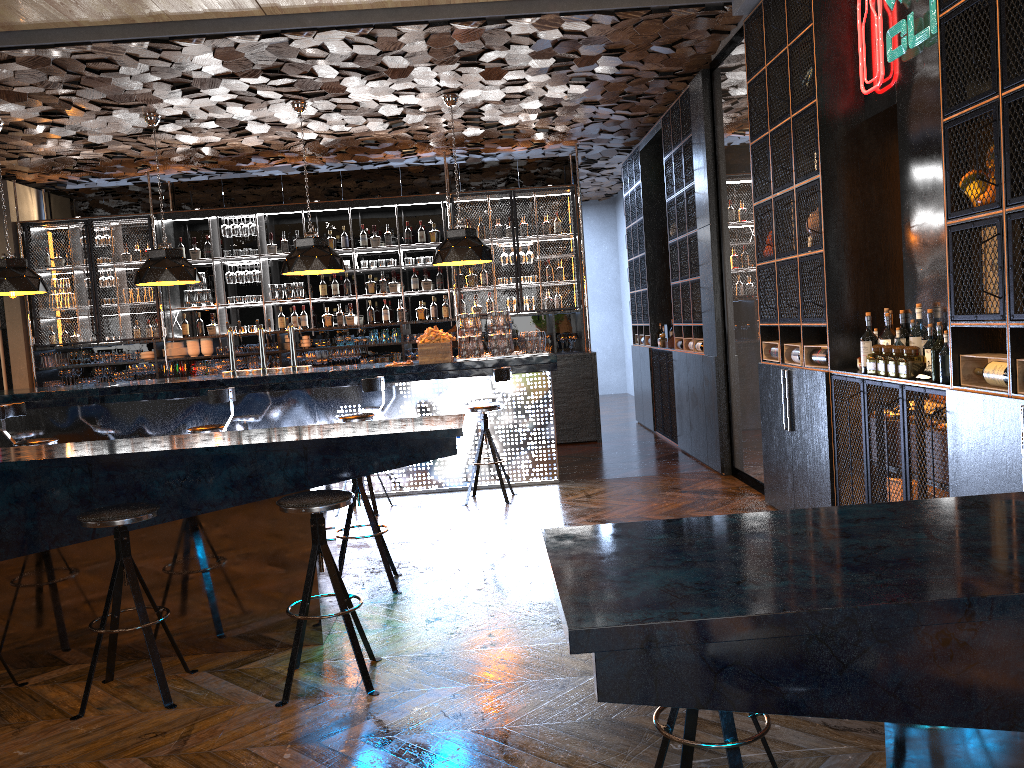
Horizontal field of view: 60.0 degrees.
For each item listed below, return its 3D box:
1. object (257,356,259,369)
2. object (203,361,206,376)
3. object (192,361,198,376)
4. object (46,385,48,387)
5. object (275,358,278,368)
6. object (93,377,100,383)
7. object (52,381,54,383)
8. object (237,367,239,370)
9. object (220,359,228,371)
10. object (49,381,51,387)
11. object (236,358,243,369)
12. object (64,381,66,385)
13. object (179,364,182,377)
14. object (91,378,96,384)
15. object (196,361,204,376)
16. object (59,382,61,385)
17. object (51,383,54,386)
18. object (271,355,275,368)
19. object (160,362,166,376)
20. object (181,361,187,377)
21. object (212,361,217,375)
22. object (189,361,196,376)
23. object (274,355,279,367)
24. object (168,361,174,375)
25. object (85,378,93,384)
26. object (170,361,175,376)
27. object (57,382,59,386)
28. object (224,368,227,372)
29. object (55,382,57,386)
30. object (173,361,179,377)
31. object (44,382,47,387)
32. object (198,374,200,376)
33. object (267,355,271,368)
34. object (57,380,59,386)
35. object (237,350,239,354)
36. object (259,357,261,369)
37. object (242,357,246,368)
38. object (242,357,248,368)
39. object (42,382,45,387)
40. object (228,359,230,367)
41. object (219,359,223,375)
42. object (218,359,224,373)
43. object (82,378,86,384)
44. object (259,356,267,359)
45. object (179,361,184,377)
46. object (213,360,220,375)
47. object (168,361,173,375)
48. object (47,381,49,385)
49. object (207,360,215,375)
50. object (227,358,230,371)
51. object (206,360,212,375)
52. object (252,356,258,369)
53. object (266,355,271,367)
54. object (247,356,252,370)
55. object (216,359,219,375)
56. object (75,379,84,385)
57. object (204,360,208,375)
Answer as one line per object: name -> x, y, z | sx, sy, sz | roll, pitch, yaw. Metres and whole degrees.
object -> -3.120, -0.231, 10.849 | 0.071, 0.226, 0.071 | -6, 5, -30
object -> -3.778, -0.178, 10.852 | 0.082, 0.213, 0.082 | -6, 4, -25
object -> -3.870, -0.172, 10.853 | 0.082, 0.213, 0.082 | -5, 4, -9
object -> -5.667, 0.019, 10.797 | 0.028, 0.097, 0.028 | -2, 4, 23
object -> -2.891, -0.250, 10.944 | 0.071, 0.217, 0.071 | -4, 4, 7
object -> -5.123, -0.032, 10.926 | 0.093, 0.101, 0.093 | -3, 4, 13
object -> -5.585, 0.013, 10.801 | 0.031, 0.098, 0.031 | -7, 5, -40
object -> -3.406, -0.219, 11.033 | 0.084, 0.216, 0.084 | -4, 4, -3
object -> -3.491, -0.195, 10.768 | 0.084, 0.216, 0.084 | -5, 4, -13
object -> -5.585, 0.019, 10.723 | 0.031, 0.098, 0.031 | -1, 5, 37
object -> -3.307, -0.208, 10.772 | 0.084, 0.216, 0.084 | -1, 5, 41
object -> -5.545, 0.006, 10.996 | 0.034, 0.080, 0.034 | -3, 4, 8
object -> -4.086, -0.169, 10.919 | 0.073, 0.229, 0.073 | -5, 4, -13
object -> -5.125, -0.025, 10.826 | 0.093, 0.101, 0.093 | -3, 4, 19
object -> -3.781, -0.172, 10.765 | 0.082, 0.213, 0.082 | -2, 4, 28
object -> -5.539, 0.015, 10.865 | 0.034, 0.080, 0.034 | -5, 4, -19
object -> -5.535, 0.027, 10.684 | 0.034, 0.080, 0.034 | -3, 4, 12
object -> -2.918, -0.242, 10.860 | 0.071, 0.217, 0.071 | -4, 4, 7
object -> -4.218, -0.149, 10.761 | 0.073, 0.229, 0.073 | -5, 4, -13
object -> -3.975, -0.168, 10.784 | 0.073, 0.229, 0.073 | -5, 4, -13
object -> -3.681, -0.191, 10.945 | 0.082, 0.213, 0.082 | -2, 5, 30
object -> -3.870, -0.165, 10.763 | 0.082, 0.213, 0.082 | -2, 4, 28
object -> -2.854, -0.244, 10.823 | 0.071, 0.217, 0.071 | -4, 4, 7
object -> -4.159, -0.158, 10.834 | 0.073, 0.229, 0.073 | -5, 4, -13
object -> -5.115, -0.019, 10.720 | 0.093, 0.101, 0.093 | -7, 5, -39
object -> -4.208, -0.167, 11.016 | 0.073, 0.229, 0.073 | -5, 4, -13
object -> -5.542, 0.018, 10.817 | 0.034, 0.080, 0.034 | -4, 4, 7
object -> -3.583, -0.205, 11.036 | 0.082, 0.213, 0.082 | -5, 4, -11
object -> -5.540, 0.021, 10.777 | 0.034, 0.080, 0.034 | -7, 5, -34
object -> -4.073, -0.161, 10.785 | 0.073, 0.229, 0.073 | -5, 4, -13
object -> -5.625, 0.023, 10.704 | 0.033, 0.101, 0.033 | -2, 4, 23
object -> -3.870, -0.178, 10.940 | 0.082, 0.213, 0.082 | -8, 5, -42
object -> -3.007, -0.239, 10.911 | 0.092, 0.218, 0.092 | -7, 5, -41
object -> -5.588, 0.006, 10.911 | 0.031, 0.098, 0.031 | -2, 5, 30
object -> -3.379, -0.397, 10.893 | 0.049, 0.048, 0.044 | -5, 4, -14
object -> -3.105, -0.234, 10.933 | 0.092, 0.218, 0.092 | -7, 5, -41
object -> -3.313, -0.217, 10.909 | 0.084, 0.216, 0.084 | -1, 5, 41
object -> -3.315, -0.226, 11.042 | 0.084, 0.216, 0.084 | -3, 4, 21
object -> -5.666, 0.024, 10.731 | 0.028, 0.097, 0.028 | -5, 4, -12
object -> -3.397, -0.201, 10.769 | 0.084, 0.216, 0.084 | -3, 4, 14
object -> -3.581, -0.193, 10.859 | 0.082, 0.213, 0.082 | -6, 4, -20
object -> -3.583, -0.199, 10.948 | 0.082, 0.213, 0.082 | -5, 4, -14
object -> -5.227, -0.018, 10.821 | 0.093, 0.101, 0.093 | -7, 5, -41
object -> -3.020, -0.231, 10.802 | 0.092, 0.218, 0.092 | -7, 5, -41
object -> -4.029, -0.169, 10.855 | 0.073, 0.229, 0.073 | -5, 4, -13
object -> -3.585, -0.186, 10.768 | 0.082, 0.213, 0.082 | -2, 4, 28
object -> -4.201, -0.160, 10.908 | 0.073, 0.229, 0.073 | -5, 4, -13
object -> -5.625, 0.019, 10.749 | 0.033, 0.101, 0.033 | -6, 4, -21
object -> -3.678, -0.185, 10.855 | 0.082, 0.213, 0.082 | -6, 4, -22
object -> -3.490, -0.204, 10.902 | 0.084, 0.216, 0.084 | -3, 4, 10
object -> -3.677, -0.179, 10.768 | 0.082, 0.213, 0.082 | -2, 5, 32
object -> -3.118, -0.226, 10.769 | 0.071, 0.226, 0.071 | -6, 5, -30
object -> -3.040, -0.246, 11.044 | 0.092, 0.218, 0.092 | -7, 5, -41
object -> -3.192, -0.223, 10.806 | 0.071, 0.226, 0.071 | -6, 5, -30
object -> -3.681, -0.198, 11.035 | 0.082, 0.213, 0.082 | -4, 4, -2
object -> -5.224, -0.011, 10.716 | 0.093, 0.101, 0.093 | -7, 5, -33
object -> -3.773, -0.185, 10.943 | 0.082, 0.213, 0.082 | -3, 4, 19
